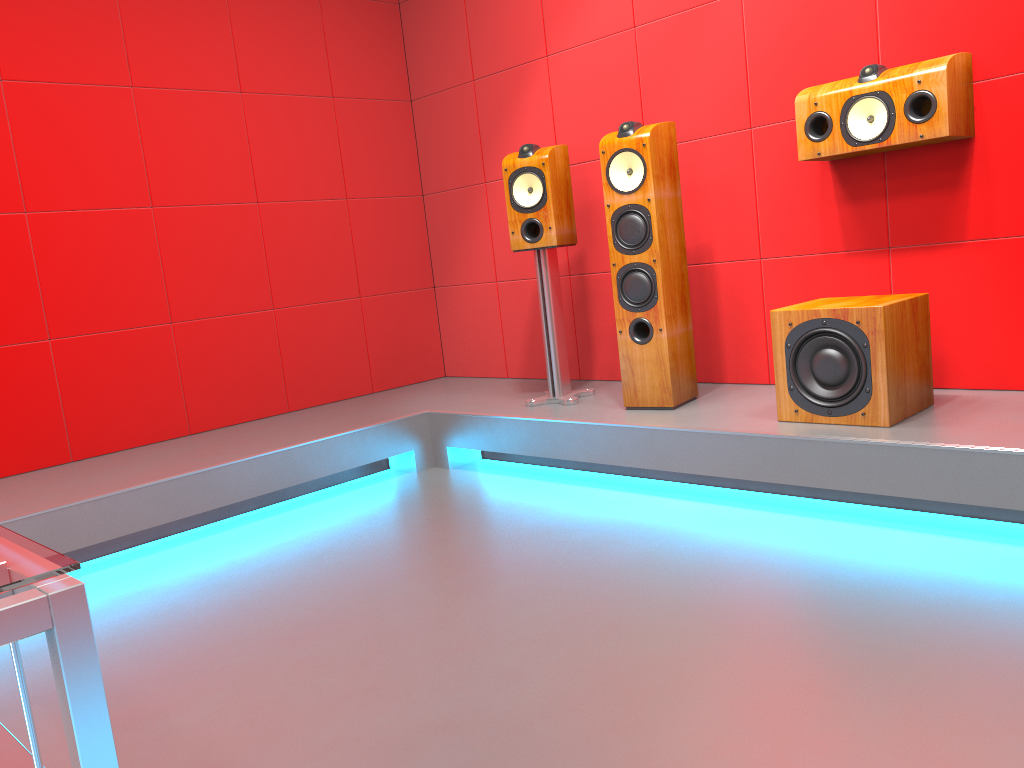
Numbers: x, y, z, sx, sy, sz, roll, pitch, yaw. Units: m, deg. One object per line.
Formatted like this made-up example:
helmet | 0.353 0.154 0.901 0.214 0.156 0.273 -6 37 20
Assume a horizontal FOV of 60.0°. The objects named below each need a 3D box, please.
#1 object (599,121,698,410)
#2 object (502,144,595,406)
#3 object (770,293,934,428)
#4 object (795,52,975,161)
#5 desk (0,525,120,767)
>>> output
object | 0.512 -0.440 3.316 0.203 1.052 0.238 -1 10 36
object | 0.149 -0.453 3.683 0.231 1.058 0.265 -3 9 26
object | 1.081 -0.082 2.822 0.360 0.360 0.360 -14 11 -43
object | 1.222 -0.914 2.934 0.235 0.271 0.493 -14 11 -43
desk | -1.020 0.496 1.054 0.594 0.690 1.617 -14 11 -43
